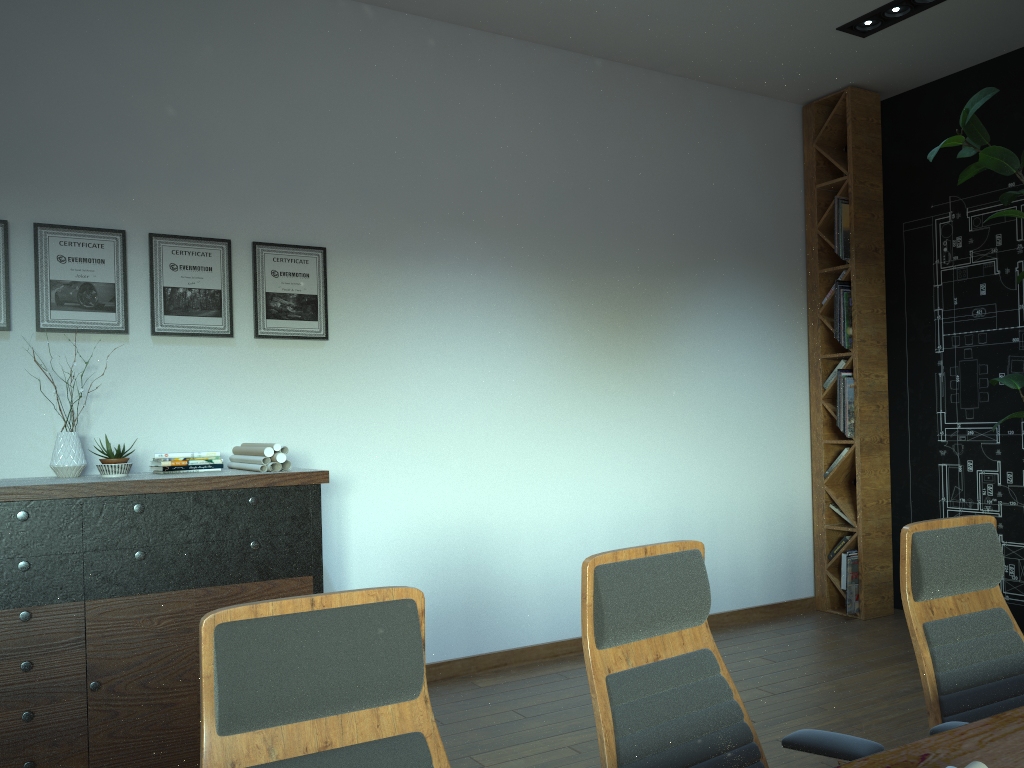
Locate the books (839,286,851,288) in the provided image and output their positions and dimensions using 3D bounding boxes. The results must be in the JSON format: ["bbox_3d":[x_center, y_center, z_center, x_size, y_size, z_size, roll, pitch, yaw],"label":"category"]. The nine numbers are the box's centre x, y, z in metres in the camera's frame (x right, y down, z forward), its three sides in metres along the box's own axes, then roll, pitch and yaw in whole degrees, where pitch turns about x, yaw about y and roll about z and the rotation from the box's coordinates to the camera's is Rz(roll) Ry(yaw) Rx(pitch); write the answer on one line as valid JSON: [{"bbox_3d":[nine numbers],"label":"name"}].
[{"bbox_3d":[2.440,-0.489,6.261,0.390,0.388,0.016,-1,0,-31],"label":"books"}]

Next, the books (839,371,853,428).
[{"bbox_3d":[4.474,-0.108,2.829,0.386,0.400,8.017,-1,-3,-31],"label":"books"}]

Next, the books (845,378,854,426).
[{"bbox_3d":[4.486,-0.057,2.835,0.397,0.399,7.917,-1,-3,-31],"label":"books"}]

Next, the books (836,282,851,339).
[{"bbox_3d":[2.428,-0.512,6.273,0.387,0.397,0.023,-1,0,-31],"label":"books"}]

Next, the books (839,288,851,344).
[{"bbox_3d":[2.446,-0.472,6.248,0.392,0.389,0.006,-1,0,-31],"label":"books"}]

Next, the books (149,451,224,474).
[{"bbox_3d":[-1.497,0.361,4.082,0.307,0.089,0.227,0,-3,-33],"label":"books"}]

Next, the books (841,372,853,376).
[{"bbox_3d":[4.475,-0.094,2.829,0.391,0.403,7.987,-1,-3,-31],"label":"books"}]

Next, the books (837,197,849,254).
[{"bbox_3d":[4.448,-1.315,2.833,0.397,0.395,7.977,-1,-3,-31],"label":"books"}]

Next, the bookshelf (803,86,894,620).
[{"bbox_3d":[4.500,-0.423,2.849,0.319,3.688,8.638,-1,-2,-31],"label":"bookshelf"}]

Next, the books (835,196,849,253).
[{"bbox_3d":[4.449,-1.327,2.834,0.397,0.393,8.002,-1,-3,-31],"label":"books"}]

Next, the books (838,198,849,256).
[{"bbox_3d":[4.445,-1.304,2.831,0.391,0.397,7.953,-1,-3,-31],"label":"books"}]

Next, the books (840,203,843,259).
[{"bbox_3d":[4.448,-1.273,2.833,0.400,0.383,7.905,-1,-3,-31],"label":"books"}]

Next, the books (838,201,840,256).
[{"bbox_3d":[4.446,-1.291,2.832,0.396,0.381,7.943,-1,-3,-31],"label":"books"}]

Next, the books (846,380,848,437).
[{"bbox_3d":[4.480,-0.043,2.831,0.397,0.396,7.889,-1,-3,-31],"label":"books"}]

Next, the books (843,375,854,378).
[{"bbox_3d":[4.485,-0.076,2.835,0.398,0.397,7.962,-1,-3,-31],"label":"books"}]

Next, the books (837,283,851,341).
[{"bbox_3d":[2.430,-0.503,6.265,0.386,0.401,0.016,-1,0,-31],"label":"books"}]

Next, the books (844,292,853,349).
[{"bbox_3d":[4.471,-0.652,2.836,0.397,0.390,7.880,-1,-3,-31],"label":"books"}]

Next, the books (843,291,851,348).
[{"bbox_3d":[4.465,-0.660,2.833,0.397,0.395,7.893,-1,-3,-31],"label":"books"}]

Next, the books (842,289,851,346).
[{"bbox_3d":[2.458,-0.458,6.235,0.397,0.393,0.006,-1,0,-31],"label":"books"}]

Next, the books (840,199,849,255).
[{"bbox_3d":[4.454,-1.292,2.837,0.397,0.399,7.924,-1,-3,-31],"label":"books"}]

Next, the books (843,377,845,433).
[{"bbox_3d":[4.480,-0.067,2.832,0.399,0.383,7.953,-1,-3,-31],"label":"books"}]

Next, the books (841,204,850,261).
[{"bbox_3d":[4.448,-1.263,2.833,0.398,0.389,7.874,-1,-3,-31],"label":"books"}]

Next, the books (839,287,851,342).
[{"bbox_3d":[2.440,-0.481,6.255,0.396,0.381,0.016,-1,0,-31],"label":"books"}]

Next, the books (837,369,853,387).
[{"bbox_3d":[4.476,-0.122,2.830,0.391,0.397,8.051,-1,-3,-31],"label":"books"}]

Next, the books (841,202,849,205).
[{"bbox_3d":[4.454,-1.269,2.836,0.398,0.397,7.884,-1,-3,-31],"label":"books"}]

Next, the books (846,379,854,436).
[{"bbox_3d":[4.485,-0.051,2.834,0.397,0.398,7.900,-1,-3,-31],"label":"books"}]

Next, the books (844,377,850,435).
[{"bbox_3d":[4.483,-0.060,2.834,0.397,0.396,7.926,-1,-3,-31],"label":"books"}]

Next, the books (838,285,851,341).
[{"bbox_3d":[2.440,-0.493,6.265,0.392,0.389,0.016,-1,0,-31],"label":"books"}]

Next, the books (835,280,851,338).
[{"bbox_3d":[2.422,-0.524,6.280,0.391,0.403,0.024,-1,0,-31],"label":"books"}]

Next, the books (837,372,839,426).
[{"bbox_3d":[4.477,-0.110,2.830,0.396,0.381,8.042,-1,-3,-31],"label":"books"}]

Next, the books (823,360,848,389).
[{"bbox_3d":[4.454,-0.285,2.820,0.175,0.208,8.432,-1,-3,-31],"label":"books"}]

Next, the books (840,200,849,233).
[{"bbox_3d":[4.452,-1.285,2.835,0.397,0.396,7.915,-1,-3,-31],"label":"books"}]

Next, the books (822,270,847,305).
[{"bbox_3d":[4.476,-0.903,2.843,0.238,0.230,8.428,-1,-3,-31],"label":"books"}]
